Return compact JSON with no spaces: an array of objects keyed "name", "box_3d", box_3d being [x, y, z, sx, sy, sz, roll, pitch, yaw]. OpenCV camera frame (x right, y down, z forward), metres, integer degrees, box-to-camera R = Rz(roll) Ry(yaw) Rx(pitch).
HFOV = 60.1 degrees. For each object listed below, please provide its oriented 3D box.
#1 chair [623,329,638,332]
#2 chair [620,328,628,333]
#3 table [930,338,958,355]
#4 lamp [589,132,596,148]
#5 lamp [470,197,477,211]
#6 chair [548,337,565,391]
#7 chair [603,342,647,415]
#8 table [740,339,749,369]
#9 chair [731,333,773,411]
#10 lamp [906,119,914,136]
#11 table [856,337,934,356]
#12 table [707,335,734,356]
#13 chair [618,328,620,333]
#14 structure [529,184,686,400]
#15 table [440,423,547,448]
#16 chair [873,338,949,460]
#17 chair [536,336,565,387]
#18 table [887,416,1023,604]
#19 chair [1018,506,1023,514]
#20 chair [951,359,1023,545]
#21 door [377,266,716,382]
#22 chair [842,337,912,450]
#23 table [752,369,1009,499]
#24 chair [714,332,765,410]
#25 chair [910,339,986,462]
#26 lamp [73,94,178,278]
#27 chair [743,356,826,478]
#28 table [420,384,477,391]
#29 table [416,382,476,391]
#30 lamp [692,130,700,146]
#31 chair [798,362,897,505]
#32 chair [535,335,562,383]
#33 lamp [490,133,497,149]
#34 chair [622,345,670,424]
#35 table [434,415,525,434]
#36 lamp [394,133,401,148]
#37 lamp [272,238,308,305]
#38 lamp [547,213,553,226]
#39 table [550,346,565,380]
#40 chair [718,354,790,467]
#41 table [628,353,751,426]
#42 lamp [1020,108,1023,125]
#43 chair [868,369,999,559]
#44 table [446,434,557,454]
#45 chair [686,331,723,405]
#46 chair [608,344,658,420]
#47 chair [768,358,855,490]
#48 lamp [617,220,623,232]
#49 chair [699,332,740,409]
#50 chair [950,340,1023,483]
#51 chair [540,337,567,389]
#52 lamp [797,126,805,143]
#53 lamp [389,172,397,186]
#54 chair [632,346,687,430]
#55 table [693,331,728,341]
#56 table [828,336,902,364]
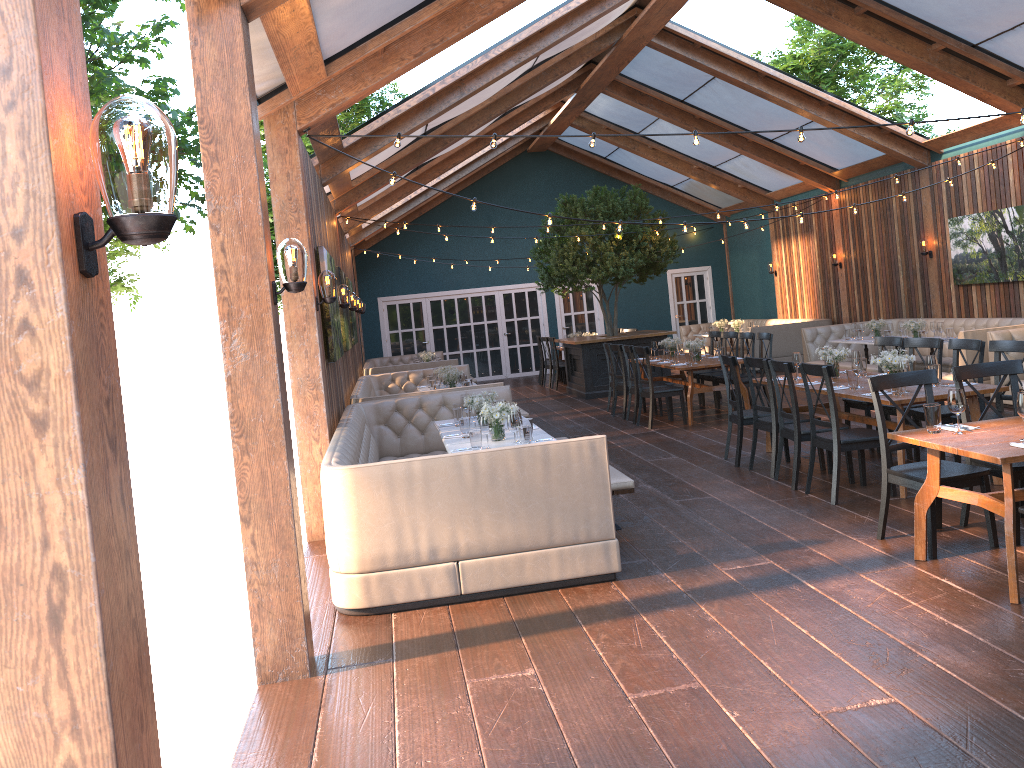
[{"name":"chair","box_3d":[2.216,-0.558,17.393,0.541,1.019,0.477,-7,2,-25]},{"name":"chair","box_3d":[2.153,-0.601,17.967,0.540,1.019,0.478,-6,2,-8]},{"name":"table","box_3d":[5.607,-0.237,11.767,0.799,0.671,0.800,-6,3,-9]},{"name":"lamp","box_3d":[0.614,-1.850,6.722,0.075,0.114,0.056,-4,2,38]},{"name":"lamp","box_3d":[-0.336,-1.567,7.712,0.056,0.119,0.059,-5,2,23]},{"name":"chair","box_3d":[1.016,-0.425,17.236,0.540,1.019,0.478,-6,2,-8]},{"name":"chair","box_3d":[1.622,-0.108,12.846,0.540,1.019,0.478,-6,2,-3]},{"name":"table","box_3d":[4.738,-0.666,17.767,0.799,0.671,0.800,-6,3,-9]},{"name":"chair","box_3d":[3.109,-0.129,11.363,0.540,1.019,0.478,-6,2,-3]},{"name":"lamp","box_3d":[2.866,-1.848,6.378,0.057,0.119,0.056,-6,2,-14]},{"name":"table","box_3d":[5.490,-0.294,12.575,0.799,0.671,0.800,-6,3,-8]},{"name":"table","box_3d":[4.621,-0.723,18.575,0.799,0.671,0.800,-6,3,-8]},{"name":"chair","box_3d":[2.072,-0.640,18.522,0.540,1.019,0.478,-6,2,-3]},{"name":"structure","box_3d":[1.718,-1.711,15.730,2.714,3.691,2.858,-6,2,1]},{"name":"table","box_3d":[-0.136,0.726,7.196,0.799,0.671,0.800,-6,3,-8]},{"name":"chair","box_3d":[3.599,0.113,7.981,0.540,1.019,0.477,-6,2,-13]},{"name":"chair","box_3d":[0.793,-0.497,18.336,0.540,1.019,0.478,-6,2,-3]},{"name":"table","box_3d":[3.465,0.544,4.821,2.432,0.729,0.952,-6,4,-8]},{"name":"chair","box_3d":[2.688,0.540,4.066,0.477,1.019,0.540,-6,2,-3]},{"name":"chair","box_3d":[3.058,0.389,5.393,0.478,1.019,0.540,-6,2,-8]},{"name":"door","box_3d":[0.982,-1.369,21.308,8.179,2.207,0.174,-6,1,-8]},{"name":"chair","box_3d":[3.518,0.073,8.536,0.540,1.019,0.478,-6,2,-8]},{"name":"table","box_3d":[3.034,0.346,7.619,0.951,0.728,2.436,-6,5,-8]},{"name":"chair","box_3d":[3.029,-0.168,11.917,0.540,1.019,0.478,-6,2,-8]},{"name":"chair","box_3d":[3.679,0.153,7.427,0.540,1.019,0.478,-6,2,-3]},{"name":"lamp","box_3d":[-0.688,-0.358,1.590,0.178,0.320,0.146,-6,2,-8]},{"name":"chair","box_3d":[2.379,0.250,7.791,0.540,1.019,0.477,-6,2,-11]},{"name":"table","box_3d":[-0.784,0.407,11.669,0.799,0.671,0.800,-6,3,-8]},{"name":"table","box_3d":[-0.901,0.349,12.476,0.799,0.671,0.800,-6,3,-9]},{"name":"lamp","box_3d":[1.368,-1.832,6.585,0.056,0.120,0.056,-7,2,-32]},{"name":"chair","box_3d":[2.518,0.331,6.693,0.540,1.019,0.478,-6,2,-8]},{"name":"chair","box_3d":[0.791,-0.546,18.902,0.539,1.019,0.478,-6,2,-3]},{"name":"lamp","box_3d":[-0.144,-1.873,6.823,0.056,0.114,0.075,-6,2,-10]},{"name":"chair","box_3d":[1.771,-0.028,11.735,0.540,1.019,0.478,-6,2,-5]},{"name":"table","box_3d":[-0.253,0.669,8.003,0.799,0.671,0.800,-6,3,-9]},{"name":"lamp","box_3d":[-0.896,-1.903,6.913,0.056,0.118,0.064,-7,2,-34]},{"name":"lamp","box_3d":[-1.083,-0.553,4.322,0.178,0.320,0.146,-6,2,-8]},{"name":"lamp","box_3d":[0.341,-1.500,8.052,0.056,0.120,0.056,-6,2,-11]},{"name":"table","box_3d":[1.510,-0.406,18.146,0.951,0.728,2.436,-6,5,-8]},{"name":"chair","box_3d":[2.269,0.214,8.349,0.539,1.019,0.478,-6,2,0]},{"name":"table","box_3d":[2.388,0.027,12.084,0.951,0.728,2.436,-6,5,-8]},{"name":"lamp","box_3d":[3.626,-1.892,6.260,0.056,0.121,0.056,-7,2,-40]},{"name":"chair","box_3d":[2.507,0.451,5.314,0.478,1.019,0.540,-6,2,-13]},{"name":"table","box_3d":[-0.019,0.784,6.388,0.799,0.671,0.800,-6,3,-9]},{"name":"chair","box_3d":[2.868,-0.248,13.026,0.540,1.019,0.478,-6,2,-8]},{"name":"chair","box_3d":[1.666,-0.065,12.287,0.540,1.019,0.477,-6,2,-13]},{"name":"chair","box_3d":[2.431,0.292,7.246,0.539,1.019,0.478,-6,2,-2]},{"name":"lamp","box_3d":[1.018,-1.499,8.399,0.056,0.120,0.057,-4,2,42]},{"name":"chair","box_3d":[2.949,-0.208,12.471,0.540,1.019,0.477,-6,2,-13]},{"name":"chair","box_3d":[3.759,0.192,6.872,0.540,1.019,0.478,-6,2,-8]},{"name":"chair","box_3d":[0.888,-0.459,17.785,0.540,1.019,0.477,-6,2,-13]},{"name":"lamp","box_3d":[2.118,-1.831,6.487,0.056,0.121,0.056,-5,2,7]},{"name":"lamp","box_3d":[-0.993,-1.710,7.363,0.068,0.117,0.056,-6,2,-1]},{"name":"chair","box_3d":[1.851,0.012,11.181,0.540,1.019,0.477,-6,2,-13]},{"name":"table","box_3d":[4.504,-0.781,19.383,0.799,0.671,0.800,-6,3,-9]},{"name":"table","box_3d":[5.373,-0.352,13.382,0.799,0.671,0.800,-6,3,-9]}]
